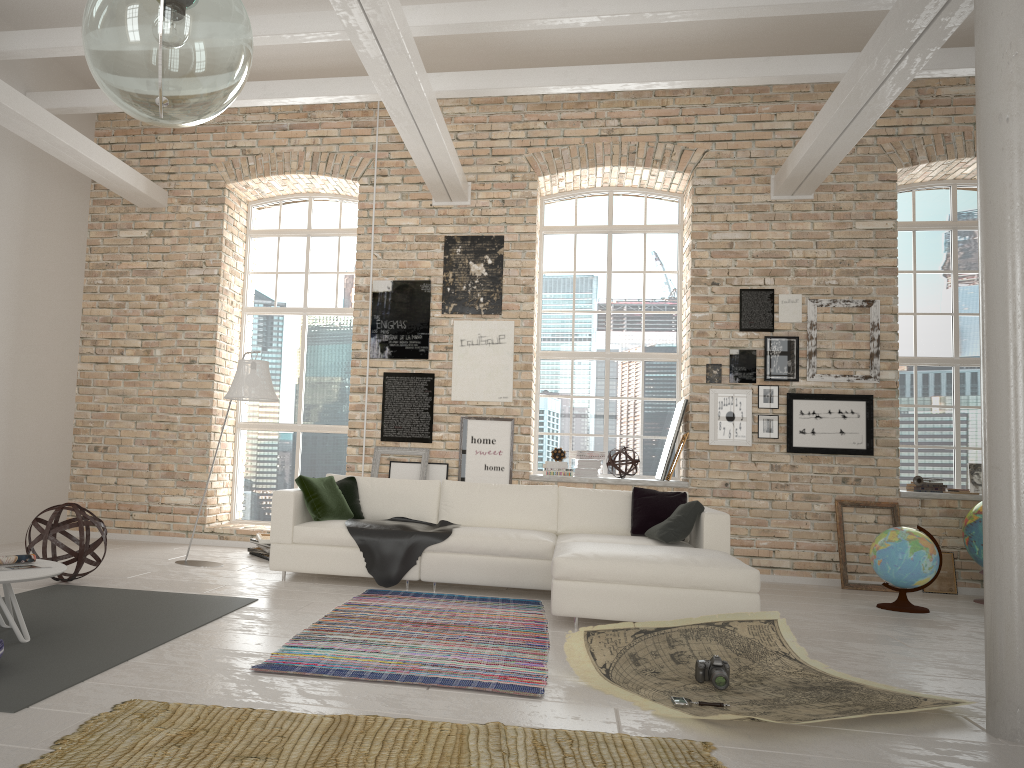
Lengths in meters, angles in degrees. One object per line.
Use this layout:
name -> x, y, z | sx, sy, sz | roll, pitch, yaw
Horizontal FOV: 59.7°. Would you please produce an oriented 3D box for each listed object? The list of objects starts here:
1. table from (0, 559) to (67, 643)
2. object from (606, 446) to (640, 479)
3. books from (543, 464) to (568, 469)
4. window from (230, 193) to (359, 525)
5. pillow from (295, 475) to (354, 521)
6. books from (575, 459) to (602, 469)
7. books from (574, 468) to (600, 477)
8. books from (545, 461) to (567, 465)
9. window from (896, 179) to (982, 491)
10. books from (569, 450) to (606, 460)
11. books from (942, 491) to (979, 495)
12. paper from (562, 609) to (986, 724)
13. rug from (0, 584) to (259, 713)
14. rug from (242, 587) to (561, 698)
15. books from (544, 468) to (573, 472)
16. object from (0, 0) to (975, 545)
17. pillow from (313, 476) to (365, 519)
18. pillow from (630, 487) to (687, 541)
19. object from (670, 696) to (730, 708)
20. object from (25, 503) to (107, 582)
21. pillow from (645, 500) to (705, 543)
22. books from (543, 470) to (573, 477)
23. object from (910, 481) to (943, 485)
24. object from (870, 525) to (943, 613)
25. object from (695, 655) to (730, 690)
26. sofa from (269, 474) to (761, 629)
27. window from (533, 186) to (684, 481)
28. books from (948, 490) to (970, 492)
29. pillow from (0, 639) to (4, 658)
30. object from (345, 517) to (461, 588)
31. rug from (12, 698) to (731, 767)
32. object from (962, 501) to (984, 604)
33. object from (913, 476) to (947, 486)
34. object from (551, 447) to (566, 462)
table -> -2.622, 1.049, 4.262 | 0.958, 0.342, 0.864 | 0, -5, 22
object -> 1.044, 0.738, 8.391 | 0.307, 0.307, 0.306 | 2, -5, -1
books -> 0.410, 0.786, 8.517 | 0.202, 0.040, 0.196 | 3, -5, -6
window -> -2.656, -0.793, 4.204 | 1.458, 3.655, 11.198 | 1, -5, 4
pillow -> -1.475, 0.893, 7.003 | 0.325, 0.343, 0.390 | -1, -6, 32
books -> 0.745, 0.782, 8.738 | 0.240, 0.088, 0.314 | 2, -5, 2
books -> 0.742, 0.865, 8.729 | 0.246, 0.088, 0.307 | 1, -5, 12
books -> 0.418, 0.752, 8.518 | 0.184, 0.030, 0.176 | 3, -5, -3
window -> 3.808, -0.972, 2.919 | 1.458, 2.988, 11.198 | 1, -5, 4
books -> 0.738, 0.697, 8.740 | 0.298, 0.085, 0.234 | 3, -5, -11
books -> 3.882, 0.945, 7.718 | 0.233, 0.022, 0.172 | 2, -5, 9
paper -> 1.102, 1.208, 3.846 | 1.391, 0.265, 1.117 | 5, -6, -27
rug -> -2.421, 1.257, 4.580 | 1.465, 0.041, 2.666 | 2, -5, 4
rug -> -0.463, 1.381, 5.012 | 1.435, 0.008, 2.632 | 2, -5, 4
books -> 0.441, 0.817, 8.495 | 0.276, 0.024, 0.215 | 2, -5, 5
object -> 0.168, -1.100, 3.693 | 10.381, 4.798, 11.589 | 2, -5, 7
pillow -> -1.427, 0.934, 7.269 | 0.386, 0.365, 0.333 | 6, -6, -35
pillow -> 1.121, 0.991, 6.801 | 0.438, 0.390, 0.236 | 1, -5, 10
object -> 0.764, 1.291, 3.602 | 0.231, 0.019, 0.095 | 2, -5, 6
object -> -3.099, 1.101, 6.215 | 0.520, 0.543, 0.563 | 4, -5, -16
pillow -> 1.162, 0.974, 6.381 | 0.341, 0.305, 0.417 | 2, -5, -3
books -> 0.437, 0.852, 8.492 | 0.281, 0.048, 0.215 | 2, -5, 5
object -> 3.695, 0.884, 7.947 | 0.219, 0.021, 0.155 | 2, -5, 9
object -> 2.889, 1.353, 6.572 | 0.418, 0.631, 0.478 | 6, -7, -42
object -> 0.901, 1.279, 3.968 | 0.152, 0.124, 0.165 | 1, -5, 8
sofa -> -0.169, 1.133, 6.352 | 3.365, 0.841, 2.118 | 2, -5, 9
window -> 0.597, -1.048, 3.573 | 1.458, 2.988, 11.198 | 1, -5, 4
books -> 3.874, 0.929, 7.727 | 0.104, 0.014, 0.137 | 3, -5, -11
pillow -> -2.258, 1.121, 3.580 | 0.342, 0.164, 0.366 | 4, -5, -16
object -> -0.843, 1.276, 6.822 | 0.914, 0.464, 0.760 | 2, -5, 6
rug -> -0.360, 1.155, 2.523 | 2.227, 0.021, 1.520 | 2, -5, 3
object -> 3.957, 1.318, 7.065 | 0.633, 0.924, 0.677 | 3, -5, -17
object -> 3.732, 0.868, 7.959 | 0.447, 0.090, 0.101 | 6, -7, -39
object -> 0.446, 0.678, 8.569 | 0.152, 0.137, 0.134 | -1, -6, 35
